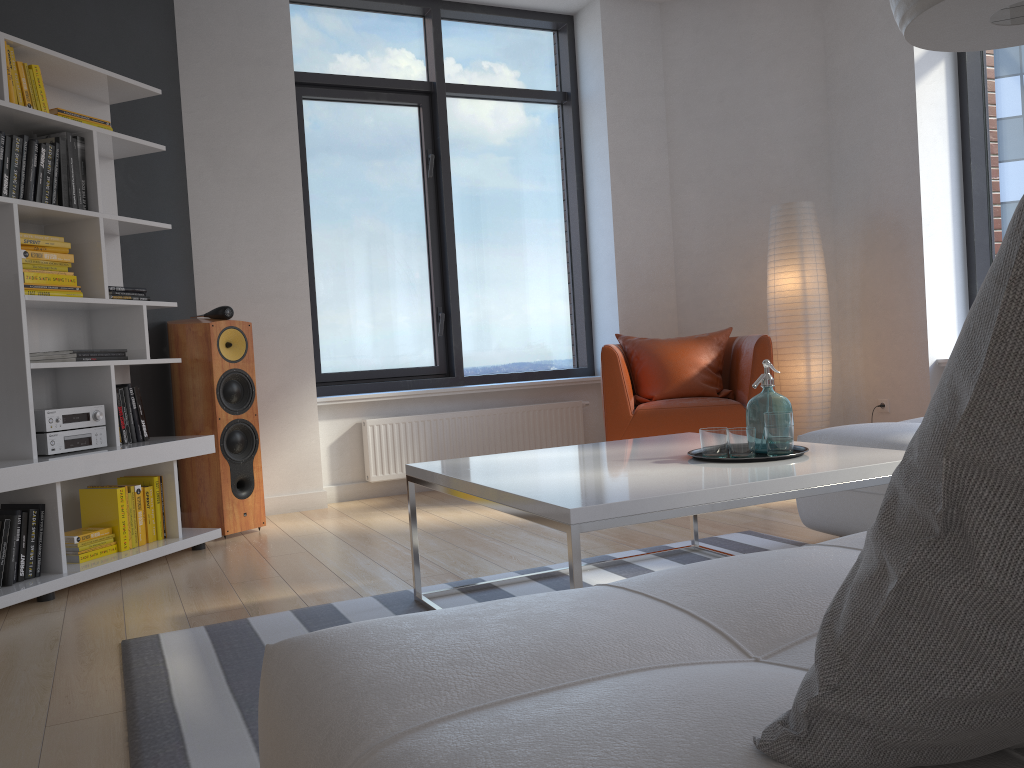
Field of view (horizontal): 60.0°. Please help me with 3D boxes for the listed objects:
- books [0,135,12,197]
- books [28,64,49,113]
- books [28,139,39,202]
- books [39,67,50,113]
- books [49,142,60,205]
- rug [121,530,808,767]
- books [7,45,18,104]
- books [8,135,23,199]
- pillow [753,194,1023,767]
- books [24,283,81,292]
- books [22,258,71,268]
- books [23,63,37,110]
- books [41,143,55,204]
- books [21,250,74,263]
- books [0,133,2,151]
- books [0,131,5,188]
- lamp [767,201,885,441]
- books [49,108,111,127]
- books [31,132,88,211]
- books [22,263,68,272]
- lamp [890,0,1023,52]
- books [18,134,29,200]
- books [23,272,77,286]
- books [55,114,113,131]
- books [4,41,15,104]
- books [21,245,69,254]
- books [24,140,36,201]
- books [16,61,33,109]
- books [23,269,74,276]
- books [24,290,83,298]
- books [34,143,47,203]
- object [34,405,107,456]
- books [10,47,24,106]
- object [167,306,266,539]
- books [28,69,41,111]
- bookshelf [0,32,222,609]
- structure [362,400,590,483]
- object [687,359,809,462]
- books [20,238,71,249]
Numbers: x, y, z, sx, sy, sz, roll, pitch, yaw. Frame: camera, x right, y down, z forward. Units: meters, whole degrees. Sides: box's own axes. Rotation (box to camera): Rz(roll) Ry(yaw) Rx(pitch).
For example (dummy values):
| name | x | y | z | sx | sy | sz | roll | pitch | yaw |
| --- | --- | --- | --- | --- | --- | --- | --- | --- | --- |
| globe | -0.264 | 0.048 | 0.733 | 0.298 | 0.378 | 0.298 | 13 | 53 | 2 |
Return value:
| name | x | y | z | sx | sy | sz | roll | pitch | yaw |
| --- | --- | --- | --- | --- | --- | --- | --- | --- | --- |
| books | -1.935 | -0.788 | 3.281 | 0.179 | 0.243 | 0.068 | -3 | 2 | 19 |
| books | -1.863 | -1.120 | 3.408 | 0.141 | 0.184 | 0.064 | -3 | 2 | 21 |
| books | -1.899 | -0.801 | 3.391 | 0.192 | 0.254 | 0.075 | -3 | 2 | 19 |
| books | -1.863 | -1.121 | 3.433 | 0.142 | 0.184 | 0.044 | -3 | 2 | 21 |
| books | -1.865 | -0.808 | 3.483 | 0.197 | 0.260 | 0.066 | -3 | 2 | 20 |
| rug | 0.251 | 0.671 | 2.338 | 2.326 | 0.016 | 1.662 | -4 | 2 | -25 |
| books | -1.923 | -1.133 | 3.298 | 0.163 | 0.224 | 0.041 | -3 | 2 | 19 |
| books | -1.927 | -0.795 | 3.318 | 0.191 | 0.249 | 0.084 | -3 | 2 | 20 |
| pillow | 1.350 | -0.006 | 1.490 | 2.953 | 0.453 | 0.647 | -5 | 2 | -37 |
| books | -1.870 | -0.368 | 3.474 | 0.203 | 0.024 | 0.257 | -3 | 2 | 23 |
| books | -1.890 | -0.467 | 3.478 | 0.171 | 0.019 | 0.239 | -3 | 2 | 20 |
| books | -1.875 | -1.115 | 3.368 | 0.128 | 0.178 | 0.044 | -3 | 2 | 20 |
| books | -1.875 | -0.802 | 3.451 | 0.191 | 0.249 | 0.084 | -3 | 2 | 20 |
| books | -1.887 | -0.493 | 3.486 | 0.176 | 0.033 | 0.239 | -3 | 2 | 23 |
| books | -1.934 | -0.786 | 3.228 | 0.172 | 0.242 | 0.069 | -3 | 2 | 21 |
| books | -1.951 | -0.793 | 3.258 | 0.192 | 0.254 | 0.075 | -3 | 2 | 19 |
| lamp | 1.867 | -0.285 | 5.076 | 0.804 | 1.550 | 0.502 | -3 | 2 | 26 |
| books | -1.827 | -1.077 | 3.643 | 0.203 | 0.024 | 0.257 | -3 | 2 | 23 |
| books | -1.859 | -0.837 | 3.582 | 0.259 | 0.321 | 0.128 | -3 | 2 | 20 |
| books | -1.877 | -0.447 | 3.461 | 0.145 | 0.023 | 0.217 | -3 | 2 | 24 |
| lamp | 2.461 | -0.771 | 1.788 | 3.199 | 2.647 | 0.710 | -3 | 2 | 11 |
| books | -1.917 | -0.801 | 3.350 | 0.197 | 0.260 | 0.066 | -3 | 2 | 20 |
| books | -1.876 | -0.402 | 3.476 | 0.189 | 0.042 | 0.243 | -3 | 2 | 20 |
| books | -1.816 | -1.052 | 3.643 | 0.194 | 0.028 | 0.257 | -3 | 2 | 25 |
| books | -1.914 | -1.135 | 3.270 | 0.161 | 0.229 | 0.041 | -3 | 2 | 19 |
| books | -1.892 | -0.520 | 3.480 | 0.160 | 0.022 | 0.227 | -2 | 2 | 36 |
| books | -1.882 | -0.793 | 3.361 | 0.172 | 0.242 | 0.069 | -3 | 2 | 21 |
| books | -1.888 | -1.114 | 3.351 | 0.132 | 0.180 | 0.054 | -3 | 2 | 20 |
| books | -1.891 | -0.429 | 3.477 | 0.189 | 0.014 | 0.251 | -3 | 2 | 23 |
| books | -1.859 | -0.343 | 3.475 | 0.194 | 0.028 | 0.257 | -3 | 2 | 25 |
| books | -1.877 | -0.798 | 3.411 | 0.179 | 0.243 | 0.071 | -3 | 2 | 19 |
| object | -1.802 | 0.184 | 3.486 | 0.270 | 0.174 | 0.285 | -3 | 2 | 20 |
| books | -1.921 | -1.134 | 3.329 | 0.164 | 0.224 | 0.054 | -3 | 2 | 19 |
| object | -1.460 | 0.181 | 4.286 | 0.434 | 1.088 | 0.290 | -2 | 2 | 35 |
| books | -1.857 | -1.107 | 3.381 | 0.108 | 0.161 | 0.046 | -3 | 2 | 19 |
| bookshelf | -2.093 | -0.211 | 2.615 | 0.455 | 2.052 | 3.000 | -3 | 2 | 20 |
| structure | -0.170 | 0.380 | 5.362 | 1.474 | 0.460 | 0.110 | -4 | 2 | -25 |
| object | 0.652 | 0.068 | 2.486 | 0.330 | 0.265 | 0.330 | -4 | 2 | -1 |
| books | -1.888 | -0.544 | 3.485 | 0.163 | 0.023 | 0.223 | -3 | 2 | 24 |
